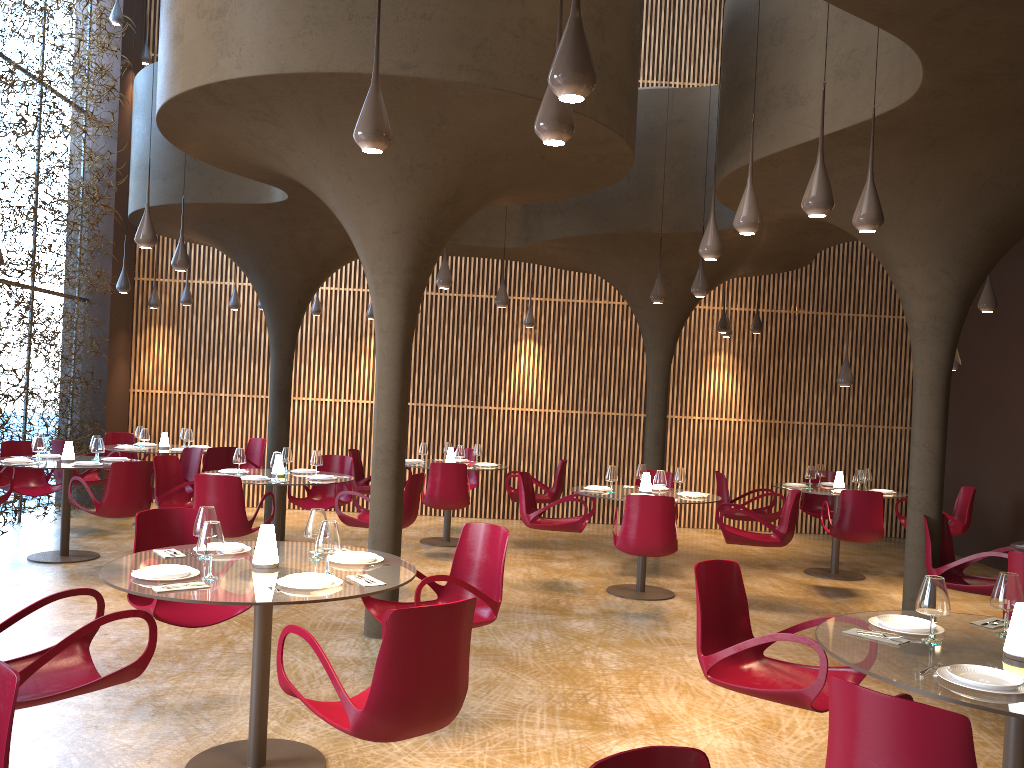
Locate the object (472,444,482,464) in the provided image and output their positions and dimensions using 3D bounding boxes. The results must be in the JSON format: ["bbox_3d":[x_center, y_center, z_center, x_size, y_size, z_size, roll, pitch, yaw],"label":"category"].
[{"bbox_3d":[-0.504,1.020,12.863,0.142,0.295,0.142,3,1,42],"label":"object"}]

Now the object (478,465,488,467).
[{"bbox_3d":[-0.368,1.162,12.677,0.204,0.012,0.411,3,-1,6],"label":"object"}]

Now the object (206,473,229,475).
[{"bbox_3d":[-3.228,0.987,9.667,0.262,0.017,0.126,3,-1,16],"label":"object"}]

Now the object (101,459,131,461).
[{"bbox_3d":[-4.784,0.918,10.706,0.332,0.014,0.332,3,-1,-8],"label":"object"}]

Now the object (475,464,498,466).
[{"bbox_3d":[-0.368,1.161,12.681,0.331,0.014,0.332,2,-1,23],"label":"object"}]

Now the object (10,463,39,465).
[{"bbox_3d":[-5.349,0.884,9.730,0.126,0.017,0.262,2,-1,44],"label":"object"}]

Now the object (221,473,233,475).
[{"bbox_3d":[-3.127,0.990,9.957,0.204,0.012,0.411,3,-1,12],"label":"object"}]

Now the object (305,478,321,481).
[{"bbox_3d":[-2.099,1.037,9.765,0.204,0.012,0.411,3,-1,16],"label":"object"}]

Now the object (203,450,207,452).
[{"bbox_3d":[-4.482,0.969,12.860,0.126,0.017,0.261,3,-1,-40],"label":"object"}]

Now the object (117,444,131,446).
[{"bbox_3d":[-5.753,0.911,13.155,0.126,0.017,0.261,4,-1,-44],"label":"object"}]

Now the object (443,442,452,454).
[{"bbox_3d":[-0.942,1.001,13.043,0.142,0.295,0.142,3,0,-1],"label":"object"}]

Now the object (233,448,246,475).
[{"bbox_3d":[-2.999,0.855,9.753,0.142,0.295,0.142,3,1,37],"label":"object"}]

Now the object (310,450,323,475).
[{"bbox_3d":[-2.200,0.897,9.974,0.142,0.295,0.142,3,1,-26],"label":"object"}]

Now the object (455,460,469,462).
[{"bbox_3d":[-0.791,1.148,13.217,0.332,0.014,0.332,3,-1,-3],"label":"object"}]

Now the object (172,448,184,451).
[{"bbox_3d":[-4.723,0.938,12.678,0.263,0.029,0.263,3,-1,-8],"label":"object"}]

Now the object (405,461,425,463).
[{"bbox_3d":[-1.414,1.110,12.682,0.331,0.014,0.332,3,-1,13],"label":"object"}]

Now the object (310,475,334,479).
[{"bbox_3d":[-2.097,1.027,9.770,0.263,0.029,0.263,2,-1,23],"label":"object"}]

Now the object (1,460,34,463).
[{"bbox_3d":[-5.552,0.870,9.954,0.332,0.014,0.331,3,-1,-20],"label":"object"}]

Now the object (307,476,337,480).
[{"bbox_3d":[-2.098,1.036,9.770,0.331,0.014,0.332,2,-1,30],"label":"object"}]

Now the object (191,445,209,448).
[{"bbox_3d":[-4.703,0.949,13.361,0.263,0.029,0.263,3,-1,2],"label":"object"}]

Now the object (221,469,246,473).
[{"bbox_3d":[-3.127,0.979,9.953,0.263,0.029,0.263,3,-1,0],"label":"object"}]

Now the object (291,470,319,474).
[{"bbox_3d":[-2.422,1.029,10.371,0.332,0.014,0.331,3,-1,-19],"label":"object"}]

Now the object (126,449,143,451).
[{"bbox_3d":[-5.269,0.924,12.386,0.126,0.017,0.262,2,-1,44],"label":"object"}]

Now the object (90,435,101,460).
[{"bbox_3d":[-5.008,0.769,10.674,0.142,0.295,0.142,3,1,39],"label":"object"}]

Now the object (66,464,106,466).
[{"bbox_3d":[-4.806,0.909,10.019,0.411,0.012,0.204,4,-1,-45],"label":"object"}]

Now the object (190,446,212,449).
[{"bbox_3d":[-4.703,0.958,13.361,0.332,0.014,0.331,3,-1,-27],"label":"object"}]

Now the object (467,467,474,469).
[{"bbox_3d":[-0.598,1.149,12.107,0.126,0.017,0.262,3,-1,4],"label":"object"}]

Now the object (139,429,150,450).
[{"bbox_3d":[-5.232,0.785,12.621,0.142,0.295,0.142,3,0,-2],"label":"object"}]

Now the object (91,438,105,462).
[{"bbox_3d":[-4.788,0.774,10.254,0.142,0.295,0.142,3,0,15],"label":"object"}]

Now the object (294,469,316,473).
[{"bbox_3d":[-2.421,1.019,10.371,0.263,0.029,0.263,3,-1,1],"label":"object"}]

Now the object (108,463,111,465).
[{"bbox_3d":[-4.562,0.929,10.204,0.126,0.017,0.261,3,-1,-40],"label":"object"}]

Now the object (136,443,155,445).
[{"bbox_3d":[-5.523,0.908,13.352,0.263,0.029,0.263,2,-1,43],"label":"object"}]

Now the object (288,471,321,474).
[{"bbox_3d":[-2.417,1.030,10.371,0.410,0.012,0.204,3,-1,6],"label":"object"}]

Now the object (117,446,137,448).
[{"bbox_3d":[-5.471,0.901,12.609,0.263,0.029,0.263,3,-1,-13],"label":"object"}]

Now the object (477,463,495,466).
[{"bbox_3d":[-0.367,1.151,12.681,0.263,0.029,0.263,3,-1,-22],"label":"object"}]

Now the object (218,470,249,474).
[{"bbox_3d":[-3.127,0.988,9.953,0.331,0.014,0.332,2,-1,26],"label":"object"}]

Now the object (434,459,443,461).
[{"bbox_3d":[-1.093,1.140,13.236,0.126,0.017,0.262,3,-1,0],"label":"object"}]

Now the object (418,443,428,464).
[{"bbox_3d":[-1.252,0.978,12.506,0.142,0.295,0.142,3,1,-29],"label":"object"}]

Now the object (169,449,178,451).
[{"bbox_3d":[-4.723,0.948,12.678,0.331,0.014,0.332,3,-1,18],"label":"object"}]

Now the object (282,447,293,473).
[{"bbox_3d":[-2.600,0.881,10.228,0.142,0.295,0.142,3,0,-13],"label":"object"}]

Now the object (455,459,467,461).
[{"bbox_3d":[-0.791,1.138,13.217,0.263,0.029,0.263,3,-1,10],"label":"object"}]

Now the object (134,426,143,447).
[{"bbox_3d":[-5.510,0.778,13.117,0.142,0.295,0.142,3,0,0],"label":"object"}]

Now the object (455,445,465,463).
[{"bbox_3d":[-0.721,1.001,12.305,0.142,0.295,0.142,3,0,-8],"label":"object"}]

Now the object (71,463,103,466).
[{"bbox_3d":[-4.803,0.907,10.023,0.332,0.014,0.332,3,-1,8],"label":"object"}]

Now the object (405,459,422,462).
[{"bbox_3d":[-1.413,1.100,12.682,0.263,0.029,0.263,2,-1,35],"label":"object"}]

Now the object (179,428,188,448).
[{"bbox_3d":[-4.928,0.810,13.329,0.142,0.295,0.142,3,0,17],"label":"object"}]

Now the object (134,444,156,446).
[{"bbox_3d":[-5.523,0.918,13.352,0.332,0.014,0.332,3,-1,-9],"label":"object"}]

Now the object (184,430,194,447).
[{"bbox_3d":[-4.708,0.815,12.909,0.142,0.295,0.142,2,1,-41],"label":"object"}]

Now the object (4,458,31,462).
[{"bbox_3d":[-5.551,0.860,9.954,0.263,0.029,0.263,3,-1,-29],"label":"object"}]

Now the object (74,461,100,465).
[{"bbox_3d":[-4.803,0.898,10.023,0.263,0.029,0.263,3,-1,-40],"label":"object"}]

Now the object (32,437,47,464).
[{"bbox_3d":[-5.312,0.745,9.966,0.142,0.295,0.142,3,0,-2],"label":"object"}]

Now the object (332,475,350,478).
[{"bbox_3d":[-1.979,1.053,10.048,0.262,0.017,0.126,3,-1,20],"label":"object"}]

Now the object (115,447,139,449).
[{"bbox_3d":[-5.471,0.910,12.610,0.332,0.014,0.331,3,-1,-20],"label":"object"}]
